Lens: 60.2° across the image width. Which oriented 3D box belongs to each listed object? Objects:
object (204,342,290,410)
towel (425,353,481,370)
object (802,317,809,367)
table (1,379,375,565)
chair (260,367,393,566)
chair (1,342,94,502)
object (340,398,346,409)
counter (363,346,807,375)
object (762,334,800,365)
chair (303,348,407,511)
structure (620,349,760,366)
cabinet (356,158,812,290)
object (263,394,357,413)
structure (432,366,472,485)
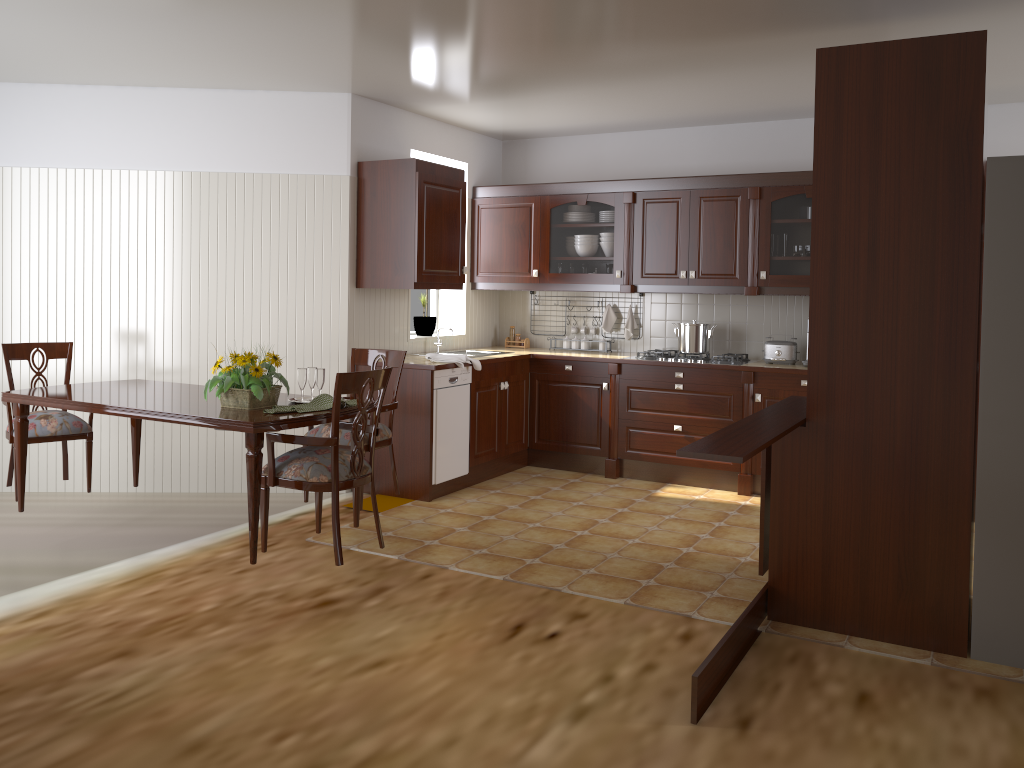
[{"bbox_3d":[-1.118,-0.040,3.701,0.299,0.336,0.319,2,4,20],"label":"object"},{"bbox_3d":[-0.363,-0.135,5.497,0.343,0.097,0.331,0,6,-8],"label":"towel"},{"bbox_3d":[2.002,-0.269,5.575,0.275,0.321,0.324,3,4,29],"label":"object"},{"bbox_3d":[-1.473,0.337,3.985,1.680,0.556,0.737,4,5,29],"label":"table"},{"bbox_3d":[-0.753,0.302,3.591,0.460,0.744,0.405,3,3,29],"label":"chair"},{"bbox_3d":[-2.385,0.173,4.525,0.405,0.744,0.461,-1,4,-39],"label":"chair"},{"bbox_3d":[-0.764,0.075,3.725,0.147,0.046,0.046,6,6,42],"label":"object"},{"bbox_3d":[0.669,-0.119,5.600,2.787,0.032,1.830,4,7,29],"label":"counter"},{"bbox_3d":[1.741,-0.224,5.731,0.243,0.188,0.141,4,4,29],"label":"object"},{"bbox_3d":[-0.787,0.208,4.456,0.405,0.743,0.460,2,3,26],"label":"chair"},{"bbox_3d":[1.216,-0.186,5.992,0.817,0.046,0.592,4,7,29],"label":"structure"},{"bbox_3d":[0.587,-0.948,5.400,2.785,0.776,1.372,4,6,29],"label":"cabinet"},{"bbox_3d":[-0.804,0.074,3.701,0.167,0.056,0.529,6,8,42],"label":"object"},{"bbox_3d":[-0.524,0.264,5.499,0.380,0.745,0.425,2,3,29],"label":"structure"}]
